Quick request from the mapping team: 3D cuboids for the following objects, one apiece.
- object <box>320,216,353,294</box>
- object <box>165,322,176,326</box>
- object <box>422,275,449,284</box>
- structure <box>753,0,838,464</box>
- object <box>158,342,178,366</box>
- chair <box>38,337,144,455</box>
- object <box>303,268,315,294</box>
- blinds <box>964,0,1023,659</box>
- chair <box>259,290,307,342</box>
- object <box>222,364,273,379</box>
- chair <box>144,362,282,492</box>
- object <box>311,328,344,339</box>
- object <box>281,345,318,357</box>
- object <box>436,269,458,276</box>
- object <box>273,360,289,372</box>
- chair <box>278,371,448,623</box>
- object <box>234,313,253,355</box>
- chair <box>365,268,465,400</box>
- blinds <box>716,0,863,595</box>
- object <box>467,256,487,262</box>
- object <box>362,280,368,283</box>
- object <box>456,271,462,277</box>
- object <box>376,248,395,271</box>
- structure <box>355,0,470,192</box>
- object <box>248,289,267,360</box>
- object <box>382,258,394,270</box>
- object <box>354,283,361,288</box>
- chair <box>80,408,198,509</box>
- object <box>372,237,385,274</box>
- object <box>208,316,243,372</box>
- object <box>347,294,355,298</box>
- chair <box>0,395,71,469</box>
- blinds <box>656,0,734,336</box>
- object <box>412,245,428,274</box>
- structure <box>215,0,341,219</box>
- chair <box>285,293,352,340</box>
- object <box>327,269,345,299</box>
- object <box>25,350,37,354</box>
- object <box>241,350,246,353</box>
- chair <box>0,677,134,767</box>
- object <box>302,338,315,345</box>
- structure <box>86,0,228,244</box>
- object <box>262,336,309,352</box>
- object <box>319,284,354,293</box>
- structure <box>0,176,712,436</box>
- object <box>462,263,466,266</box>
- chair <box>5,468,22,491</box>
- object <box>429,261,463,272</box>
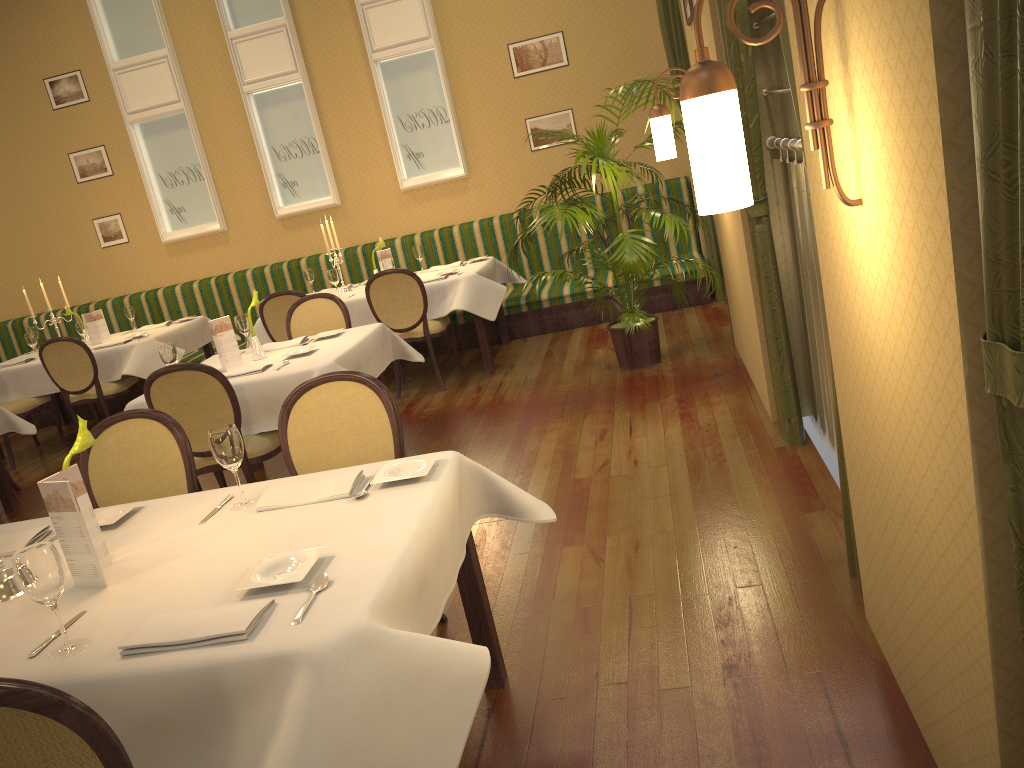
[{"bbox_3d":[-1.437,-1.058,7.199,0.131,0.655,0.390,-9,15,16],"label":"object"},{"bbox_3d":[-3.004,-0.532,7.825,0.038,0.015,0.181,-10,14,12],"label":"object"},{"bbox_3d":[-0.625,-0.788,6.725,0.273,0.024,0.142,-10,14,10],"label":"object"},{"bbox_3d":[0.850,-1.721,2.935,0.134,4.511,1.900,-10,14,10],"label":"structure"},{"bbox_3d":[-1.759,-0.095,4.594,0.088,0.229,0.088,-21,16,-30],"label":"object"},{"bbox_3d":[-3.363,0.028,7.142,0.530,0.955,0.571,-10,14,10],"label":"chair"},{"bbox_3d":[-1.718,-0.873,7.587,0.088,0.229,0.088,-21,16,-30],"label":"object"},{"bbox_3d":[0.357,-0.912,0.165,0.129,4.537,1.876,-10,14,10],"label":"blinds"},{"bbox_3d":[-1.565,-0.292,6.810,0.530,0.955,0.571,-10,14,10],"label":"chair"},{"bbox_3d":[-1.386,-0.063,4.569,0.273,0.024,0.142,-10,14,10],"label":"object"},{"bbox_3d":[-1.415,0.292,4.407,0.530,0.955,0.571,-10,14,10],"label":"chair"},{"bbox_3d":[-1.067,-0.281,5.134,0.160,0.024,0.160,-10,14,10],"label":"object"},{"bbox_3d":[-1.134,-0.166,4.747,0.160,0.024,0.160,-10,14,10],"label":"object"},{"bbox_3d":[-0.499,-0.859,6.886,0.160,0.024,0.160,-10,14,10],"label":"object"},{"bbox_3d":[-1.175,-0.091,4.505,0.038,0.015,0.181,-10,14,12],"label":"object"},{"bbox_3d":[-0.544,0.486,2.887,0.530,0.955,0.571,-10,14,10],"label":"chair"},{"bbox_3d":[-1.552,-0.292,5.176,0.088,0.229,0.088,-21,16,-30],"label":"object"},{"bbox_3d":[-0.754,-0.427,6.627,0.530,0.955,0.571,-10,14,10],"label":"chair"},{"bbox_3d":[0.732,-1.711,2.947,0.129,4.537,1.878,-10,14,10],"label":"blinds"},{"bbox_3d":[-0.285,-1.030,7.364,0.160,0.024,0.160,-10,14,10],"label":"object"},{"bbox_3d":[-1.190,-0.874,7.550,0.160,0.024,0.160,-10,14,10],"label":"object"},{"bbox_3d":[-0.406,-0.837,6.738,0.038,0.015,0.181,-10,14,12],"label":"object"},{"bbox_3d":[-1.017,-0.929,7.098,0.081,0.277,0.166,-6,16,26],"label":"object"},{"bbox_3d":[-1.030,-3.280,7.916,0.670,2.985,0.200,-10,14,10],"label":"structure"},{"bbox_3d":[-1.415,-0.331,4.910,0.076,0.375,0.163,-4,17,31],"label":"object"},{"bbox_3d":[-0.925,-0.839,6.757,0.088,0.229,0.088,-21,16,-30],"label":"object"},{"bbox_3d":[-1.316,-0.834,7.531,0.017,0.010,0.185,-10,14,12],"label":"object"},{"bbox_3d":[-1.292,0.619,3.026,0.530,0.955,0.571,-10,14,10],"label":"chair"},{"bbox_3d":[-1.083,-0.997,7.212,0.163,0.375,0.076,-13,14,-2],"label":"object"},{"bbox_3d":[-1.567,-0.213,4.790,0.081,0.277,0.166,-8,15,17],"label":"object"},{"bbox_3d":[-1.251,-0.689,6.907,0.017,0.010,0.185,-10,14,10],"label":"object"},{"bbox_3d":[-4.153,0.169,7.284,0.530,0.955,0.571,-3,17,35],"label":"chair"},{"bbox_3d":[1.192,-2.673,6.289,0.225,4.537,1.934,-10,14,10],"label":"blinds"},{"bbox_3d":[-0.769,-1.041,7.406,0.088,0.229,0.088,-21,16,-30],"label":"object"},{"bbox_3d":[-2.259,-3.062,8.145,0.661,2.985,0.200,-10,14,10],"label":"structure"},{"bbox_3d":[-1.206,-0.057,5.581,0.530,0.955,0.571,-10,14,10],"label":"chair"},{"bbox_3d":[-1.373,-0.776,6.907,0.088,0.229,0.088,-21,16,-30],"label":"object"},{"bbox_3d":[-4.395,-0.294,8.119,0.038,0.015,0.181,-10,14,12],"label":"object"},{"bbox_3d":[-1.610,-0.172,5.210,0.017,0.010,0.185,-10,14,12],"label":"object"},{"bbox_3d":[-0.753,0.835,1.713,0.530,0.955,0.571,-10,14,10],"label":"chair"},{"bbox_3d":[-1.172,-0.247,5.110,0.038,0.015,0.181,-10,14,12],"label":"object"},{"bbox_3d":[-3.418,-2.857,8.360,0.687,2.985,0.200,-10,14,10],"label":"structure"},{"bbox_3d":[-1.333,-0.229,5.153,0.273,0.033,0.142,-10,14,10],"label":"object"},{"bbox_3d":[-1.494,-0.801,7.522,0.273,0.033,0.142,-10,14,10],"label":"object"},{"bbox_3d":[-5.406,-0.027,9.004,14.516,1.031,0.850,-10,14,10],"label":"structure"},{"bbox_3d":[-0.389,-0.996,7.340,0.038,0.015,0.181,-10,14,12],"label":"object"},{"bbox_3d":[-3.810,0.405,6.068,0.530,0.955,0.571,-13,14,1],"label":"chair"},{"bbox_3d":[-0.550,-0.978,7.383,0.273,0.033,0.142,-10,14,10],"label":"object"}]
